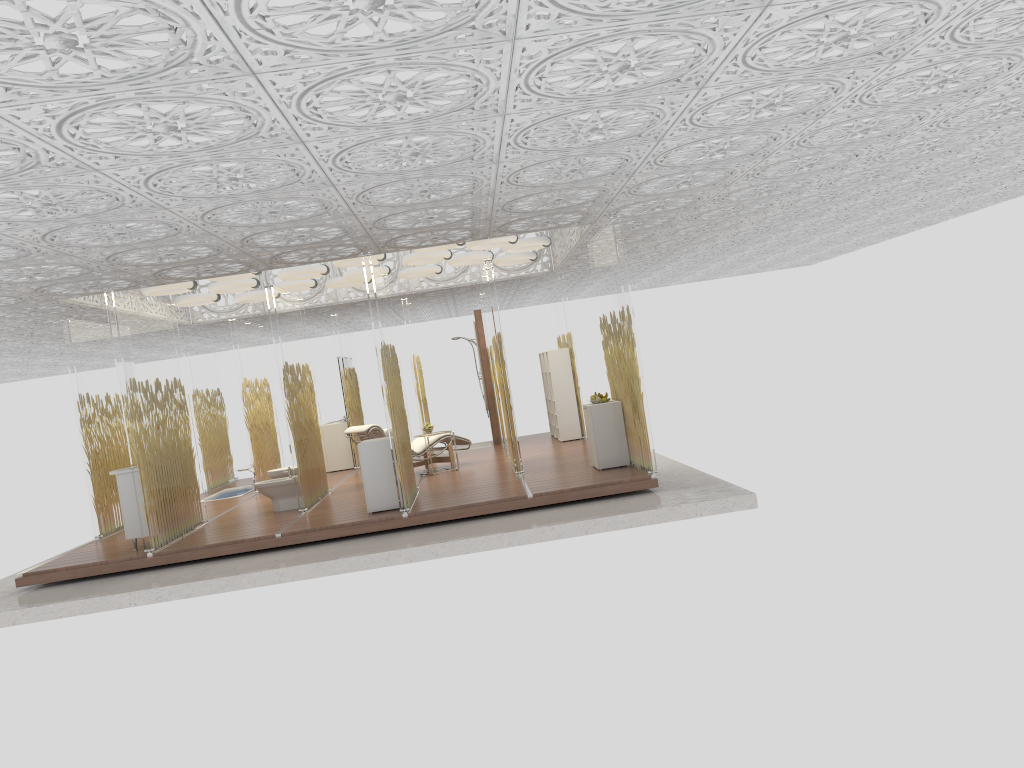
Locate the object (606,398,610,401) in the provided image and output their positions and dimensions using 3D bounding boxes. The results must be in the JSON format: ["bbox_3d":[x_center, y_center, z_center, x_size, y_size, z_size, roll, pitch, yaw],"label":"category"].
[{"bbox_3d":[1.072,0.157,10.187,0.035,0.092,0.194,-9,1,-33],"label":"object"}]

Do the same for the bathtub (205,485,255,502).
[{"bbox_3d":[-4.357,1.810,13.896,0.700,0.582,1.700,-9,1,-3],"label":"bathtub"}]

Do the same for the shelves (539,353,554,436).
[{"bbox_3d":[0.762,0.156,15.676,0.344,1.460,0.366,-9,1,-3],"label":"shelves"}]

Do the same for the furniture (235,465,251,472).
[{"bbox_3d":[-4.009,1.267,13.544,0.178,0.014,0.977,-9,1,-3],"label":"furniture"}]

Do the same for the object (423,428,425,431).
[{"bbox_3d":[-1.210,0.624,12.223,0.040,0.040,0.039,-9,1,-11],"label":"object"}]

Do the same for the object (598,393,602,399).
[{"bbox_3d":[1.008,0.141,10.159,0.032,0.085,0.186,-8,1,9],"label":"object"}]

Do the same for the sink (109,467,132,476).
[{"bbox_3d":[-3.932,0.905,9.251,0.454,0.263,0.603,-9,1,-3],"label":"sink"}]

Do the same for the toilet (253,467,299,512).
[{"bbox_3d":[-2.770,1.265,10.627,0.611,0.506,0.401,-9,1,-3],"label":"toilet"}]

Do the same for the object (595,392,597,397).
[{"bbox_3d":[0.971,0.124,10.159,0.035,0.084,0.200,-8,1,19],"label":"object"}]

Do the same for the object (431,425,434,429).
[{"bbox_3d":[-1.112,0.596,12.271,0.055,0.048,0.054,-9,1,-9],"label":"object"}]

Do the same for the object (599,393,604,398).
[{"bbox_3d":[1.026,0.130,10.145,0.045,0.064,0.202,-8,1,1],"label":"object"}]

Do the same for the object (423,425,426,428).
[{"bbox_3d":[-1.203,0.586,12.207,0.047,0.045,0.047,-9,1,-2],"label":"object"}]

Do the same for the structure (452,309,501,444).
[{"bbox_3d":[-0.638,-0.097,15.784,0.624,2.402,0.433,-9,1,-16],"label":"structure"}]

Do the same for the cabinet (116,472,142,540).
[{"bbox_3d":[-3.818,1.218,9.261,0.316,0.678,0.580,-9,1,-3],"label":"cabinet"}]

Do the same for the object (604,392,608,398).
[{"bbox_3d":[1.062,0.132,10.182,0.051,0.079,0.186,-9,1,-24],"label":"object"}]

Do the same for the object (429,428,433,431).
[{"bbox_3d":[-1.115,0.626,12.230,0.045,0.042,0.045,-9,1,-8],"label":"object"}]

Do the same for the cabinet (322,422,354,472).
[{"bbox_3d":[-2.988,1.065,15.246,0.549,0.782,0.643,-9,1,-3],"label":"cabinet"}]

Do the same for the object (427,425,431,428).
[{"bbox_3d":[-1.138,0.588,12.222,0.055,0.054,0.050,-9,1,-33],"label":"object"}]

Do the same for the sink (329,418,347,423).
[{"bbox_3d":[-3.060,0.693,15.961,0.499,0.266,0.573,-9,1,-5],"label":"sink"}]

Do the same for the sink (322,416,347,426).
[{"bbox_3d":[-3.027,0.698,15.244,0.499,0.266,0.573,-8,1,0],"label":"sink"}]

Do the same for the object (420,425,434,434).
[{"bbox_3d":[-1.160,0.634,12.258,0.206,0.105,0.206,-8,1,42],"label":"object"}]

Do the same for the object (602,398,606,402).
[{"bbox_3d":[1.040,0.183,10.068,0.055,0.055,0.066,-9,1,-45],"label":"object"}]

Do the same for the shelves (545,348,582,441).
[{"bbox_3d":[0.827,0.166,14.270,0.344,1.460,0.366,-9,1,-3],"label":"shelves"}]

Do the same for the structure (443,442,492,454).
[{"bbox_3d":[-0.791,1.159,15.860,0.879,0.039,1.053,-9,1,-3],"label":"structure"}]

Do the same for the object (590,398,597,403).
[{"bbox_3d":[0.926,0.187,10.100,0.066,0.065,0.091,-8,1,12],"label":"object"}]

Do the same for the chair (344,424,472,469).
[{"bbox_3d":[-1.423,0.872,12.492,1.787,0.811,0.635,-9,1,-43],"label":"chair"}]

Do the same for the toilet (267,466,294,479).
[{"bbox_3d":[-2.801,1.287,11.383,0.611,0.437,0.401,-9,1,-3],"label":"toilet"}]

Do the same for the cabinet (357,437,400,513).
[{"bbox_3d":[-1.370,0.942,9.391,0.358,0.712,0.595,-9,1,-3],"label":"cabinet"}]

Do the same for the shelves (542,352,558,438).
[{"bbox_3d":[0.795,0.161,14.973,0.344,1.460,0.366,-9,1,-3],"label":"shelves"}]

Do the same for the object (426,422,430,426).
[{"bbox_3d":[-1.165,0.555,12.251,0.055,0.056,0.055,-9,1,-3],"label":"object"}]

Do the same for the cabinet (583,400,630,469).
[{"bbox_3d":[1.068,0.567,10.117,0.358,0.712,0.595,-9,1,-3],"label":"cabinet"}]

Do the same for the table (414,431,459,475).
[{"bbox_3d":[-1.046,0.945,12.250,0.420,0.535,0.420,-9,1,-33],"label":"table"}]

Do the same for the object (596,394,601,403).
[{"bbox_3d":[0.979,0.164,10.052,0.064,0.097,0.064,-9,1,-12],"label":"object"}]

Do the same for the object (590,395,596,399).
[{"bbox_3d":[0.941,0.160,10.217,0.077,0.067,0.078,-9,1,-1],"label":"object"}]

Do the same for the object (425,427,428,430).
[{"bbox_3d":[-1.173,0.616,12.200,0.047,0.045,0.047,-8,1,2],"label":"object"}]
